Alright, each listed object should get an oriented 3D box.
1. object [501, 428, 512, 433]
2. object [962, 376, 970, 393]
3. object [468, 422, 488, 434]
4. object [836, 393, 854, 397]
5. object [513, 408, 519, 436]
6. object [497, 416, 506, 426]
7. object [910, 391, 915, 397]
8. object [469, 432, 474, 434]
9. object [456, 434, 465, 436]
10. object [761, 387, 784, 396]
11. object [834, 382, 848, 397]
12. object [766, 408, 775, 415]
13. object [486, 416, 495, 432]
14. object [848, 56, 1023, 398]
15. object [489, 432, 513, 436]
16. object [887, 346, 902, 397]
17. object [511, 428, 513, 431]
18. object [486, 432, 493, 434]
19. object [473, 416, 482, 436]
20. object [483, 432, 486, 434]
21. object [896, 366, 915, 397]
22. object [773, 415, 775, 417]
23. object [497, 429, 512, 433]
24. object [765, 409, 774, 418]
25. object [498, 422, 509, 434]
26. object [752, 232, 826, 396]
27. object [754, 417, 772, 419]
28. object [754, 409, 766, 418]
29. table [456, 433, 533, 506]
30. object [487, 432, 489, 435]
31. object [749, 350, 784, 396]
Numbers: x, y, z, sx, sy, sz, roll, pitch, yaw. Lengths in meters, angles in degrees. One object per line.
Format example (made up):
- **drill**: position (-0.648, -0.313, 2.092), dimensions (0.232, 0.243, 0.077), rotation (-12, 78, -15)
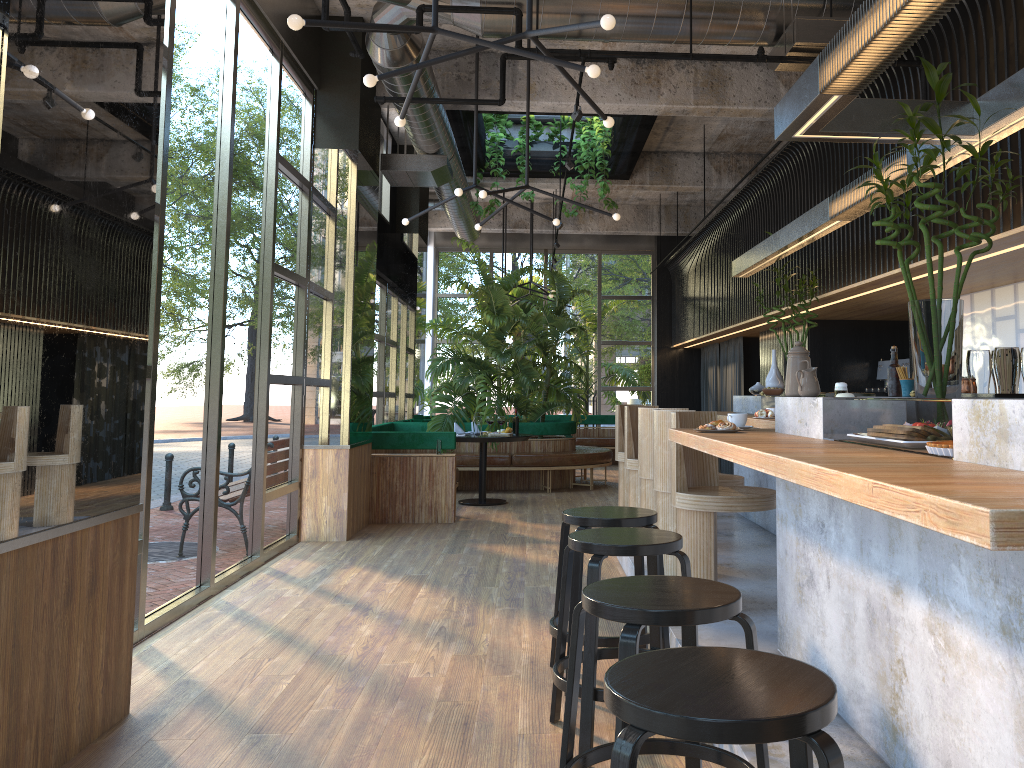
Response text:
- **object**: position (-0.063, 0.517, 9.927), dimensions (0.099, 0.065, 0.162), rotation (2, -2, -30)
- **object**: position (2.123, 0.009, 4.179), dimensions (0.086, 0.107, 0.160), rotation (-3, -4, 45)
- **object**: position (-0.394, 0.506, 10.262), dimensions (0.239, 0.139, 0.225), rotation (1, -2, -17)
- **object**: position (1.820, 0.134, 4.863), dimensions (0.112, 0.172, 0.135), rotation (1, -3, -7)
- **object**: position (0.043, 0.418, 9.811), dimensions (0.067, 0.301, 0.069), rotation (-1, -5, 15)
- **object**: position (-0.124, 0.470, 10.160), dimensions (0.104, 0.202, 0.099), rotation (2, -4, -12)
- **object**: position (2.067, 0.027, 4.380), dimensions (0.189, 0.073, 0.230), rotation (0, -1, 19)
- **object**: position (-0.569, 0.559, 10.171), dimensions (0.165, 0.019, 0.243), rotation (1, -1, -41)
- **object**: position (-0.592, 0.554, 9.666), dimensions (0.256, 0.019, 0.156), rotation (0, -1, -2)
- **object**: position (2.135, 0.060, 7.290), dimensions (0.189, 0.073, 0.230), rotation (0, -1, 19)
- **object**: position (1.887, 0.106, 5.087), dimensions (0.071, 0.233, 0.077), rotation (-2, -6, 32)
- **object**: position (1.845, 0.197, 6.200), dimensions (0.136, 0.064, 0.107), rotation (1, -2, -22)
- **object**: position (-0.253, 0.470, 10.193), dimensions (0.104, 0.202, 0.099), rotation (2, -4, -12)
- **object**: position (1.649, -0.574, 3.464), dimensions (0.671, 1.558, 0.584), rotation (0, -5, 4)
- **object**: position (-0.111, 0.558, 9.925), dimensions (0.236, 0.019, 0.356), rotation (0, -1, 10)
- **object**: position (2.073, -0.069, 4.810), dimensions (0.071, 0.278, 0.078), rotation (-3, -6, 35)
- **object**: position (-0.029, 0.535, 10.126), dimensions (0.059, 0.072, 0.207), rotation (1, -1, -9)
- **object**: position (-0.261, 0.554, 10.054), dimensions (0.097, 0.028, 0.129), rotation (0, -1, 14)
- **object**: position (-0.376, 0.459, 9.678), dimensions (0.101, 0.210, 0.109), rotation (-2, -5, 34)
- **object**: position (-0.314, 0.557, 10.078), dimensions (0.024, 0.025, 0.047), rotation (-1, -2, 18)
- **object**: position (2.064, -0.013, 4.638), dimensions (0.103, 0.162, 0.107), rotation (-2, -5, 33)
- **object**: position (1.823, 0.225, 6.198), dimensions (0.162, 0.020, 0.158), rotation (0, -1, -4)
- **object**: position (-0.089, 0.531, 10.025), dimensions (0.193, 0.038, 0.063), rotation (0, -2, 32)
- **object**: position (1.727, 0.200, 6.009), dimensions (0.073, 0.060, 0.125), rotation (2, -2, -31)
- **object**: position (-0.092, 0.486, 9.838), dimensions (0.144, 0.124, 0.096), rotation (1, -4, -20)
- **object**: position (2.383, -0.525, 7.581), dimensions (0.642, 1.558, 0.609), rotation (-3, -6, 37)
- **object**: position (1.712, 0.229, 6.001), dimensions (0.164, 0.005, 0.169), rotation (0, -1, 11)
- **object**: position (1.674, 0.200, 5.990), dimensions (0.061, 0.059, 0.072), rotation (1, -2, -10)
- **table**: position (-0.323, 0.943, 9.867), dimensions (1.146, 0.754, 1.049), rotation (2, -3, -32)
- **object**: position (-0.261, 0.551, 9.901), dimensions (0.032, 0.031, 0.040), rotation (-1, -3, 24)
- **object**: position (2.210, -0.097, 7.549), dimensions (0.330, 0.399, 0.304), rotation (4, -5, -42)
